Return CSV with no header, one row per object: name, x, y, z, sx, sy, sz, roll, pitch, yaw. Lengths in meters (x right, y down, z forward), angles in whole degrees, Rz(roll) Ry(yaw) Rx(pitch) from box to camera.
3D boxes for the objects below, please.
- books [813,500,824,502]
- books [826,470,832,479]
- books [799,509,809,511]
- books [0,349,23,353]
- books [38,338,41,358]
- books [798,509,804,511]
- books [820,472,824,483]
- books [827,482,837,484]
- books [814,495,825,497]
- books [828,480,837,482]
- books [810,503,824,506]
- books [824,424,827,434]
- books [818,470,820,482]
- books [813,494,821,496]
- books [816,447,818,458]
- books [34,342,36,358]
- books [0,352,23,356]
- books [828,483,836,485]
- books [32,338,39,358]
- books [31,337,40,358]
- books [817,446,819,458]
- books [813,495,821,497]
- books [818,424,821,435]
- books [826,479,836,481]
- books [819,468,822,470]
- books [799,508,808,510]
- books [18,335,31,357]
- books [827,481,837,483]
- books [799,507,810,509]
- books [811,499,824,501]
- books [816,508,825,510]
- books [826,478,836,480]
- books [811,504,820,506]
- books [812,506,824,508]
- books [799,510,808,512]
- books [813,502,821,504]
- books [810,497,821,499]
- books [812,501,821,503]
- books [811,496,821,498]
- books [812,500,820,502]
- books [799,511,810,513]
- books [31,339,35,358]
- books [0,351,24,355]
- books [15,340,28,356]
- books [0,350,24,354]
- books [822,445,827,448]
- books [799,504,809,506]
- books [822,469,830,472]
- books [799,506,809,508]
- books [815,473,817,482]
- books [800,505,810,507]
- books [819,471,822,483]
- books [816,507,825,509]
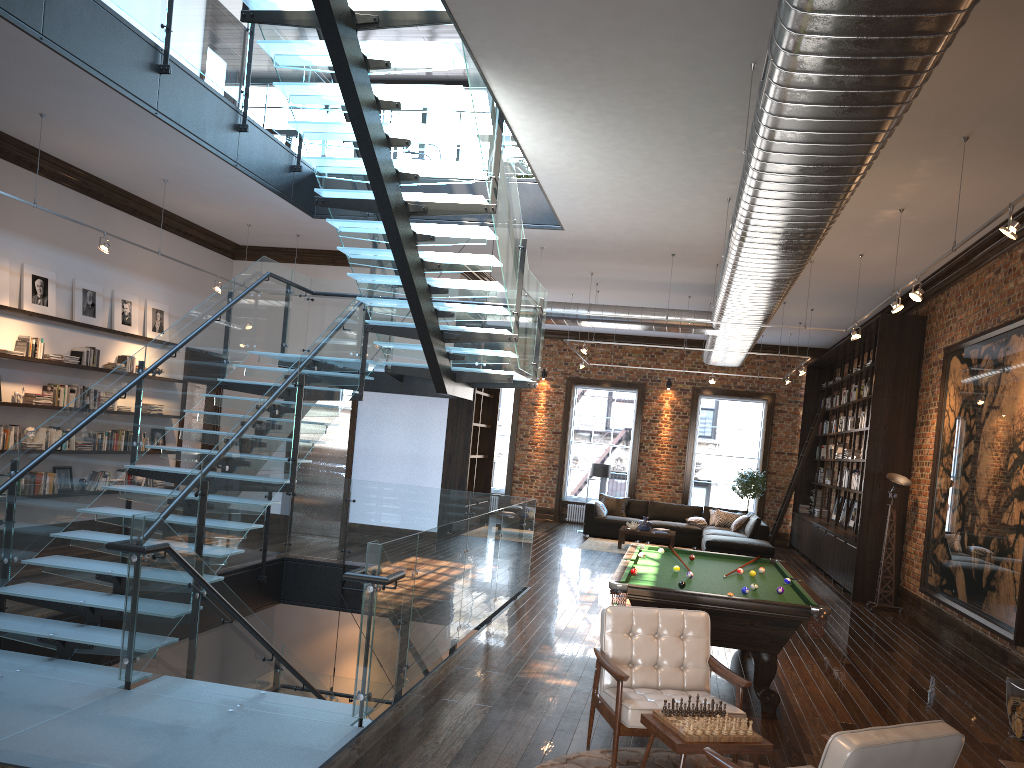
books,6.627,2.527,19.207,0.209,0.015,0.307,5,-4,9
books,6.542,1.918,18.281,0.129,0.283,0.030,5,1,11
books,6.363,2.741,19.320,0.199,0.019,0.256,4,-4,13
books,-5.355,-0.351,9.443,0.142,0.011,0.256,5,-4,9
books,-5.277,-0.398,9.809,0.111,0.229,0.024,5,1,11
books,6.342,2.753,19.324,0.170,0.008,0.260,5,-4,11
books,6.541,1.956,18.491,0.212,0.233,0.019,5,1,11
books,6.423,1.982,17.759,0.159,0.005,0.327,5,-4,8
books,6.655,2.423,19.201,0.176,0.008,0.356,5,-4,10
books,6.433,1.944,17.754,0.160,0.005,0.290,5,-4,12
books,6.607,2.605,19.216,0.249,0.020,0.318,5,-4,11
books,6.657,0.963,18.584,0.191,0.229,0.034,5,1,11
books,6.652,1.979,18.952,0.186,0.266,0.035,5,1,11
books,6.644,2.408,19.204,0.203,0.020,0.318,5,-4,12
books,6.758,1.512,19.388,0.186,0.261,0.014,5,1,11
books,-5.285,-0.380,9.699,0.157,0.177,0.029,5,1,11
books,-5.360,-0.319,9.444,0.142,0.011,0.255,5,-4,10
books,6.428,2.004,17.759,0.160,0.005,0.290,5,-4,10
books,-5.270,-0.397,9.717,0.164,0.217,0.012,5,1,11
books,-5.277,-0.401,9.762,0.133,0.229,0.025,5,1,11
books,6.744,1.498,19.279,0.188,0.273,0.013,5,1,11
books,6.636,2.430,19.205,0.209,0.007,0.308,4,-4,13
books,6.792,0.991,19.373,0.176,0.296,0.017,5,1,11
books,6.491,1.957,18.100,0.159,0.007,0.327,5,-4,7
books,6.673,1.970,19.051,0.183,0.301,0.015,5,1,11
books,6.348,2.725,19.322,0.158,0.011,0.252,4,-4,15
books,-5.305,-0.411,9.642,0.142,0.229,0.014,5,1,11
books,6.422,1.965,17.756,0.161,0.005,0.292,5,-4,7
books,6.369,2.697,19.318,0.205,0.015,0.265,5,-4,9
books,6.615,2.511,19.209,0.238,0.015,0.250,4,-4,13
books,6.502,2.639,18.783,0.175,0.005,0.288,5,-4,8
books,6.505,1.938,18.098,0.159,0.007,0.324,5,-4,11
books,6.599,2.618,19.218,0.245,0.008,0.308,5,-4,8
books,6.619,2.665,19.214,0.207,0.014,0.344,5,-4,10
books,6.353,2.762,19.322,0.170,0.009,0.255,4,-4,16
books,6.629,2.580,19.212,0.183,0.034,0.271,4,-4,16
books,6.612,2.475,19.210,0.260,0.028,0.316,5,-4,11
books,6.629,2.558,19.212,0.207,0.009,0.344,5,-4,12
books,6.616,2.452,19.209,0.240,0.019,0.229,5,-4,6
books,6.614,2.537,19.210,0.219,0.006,0.351,4,-4,15
books,6.366,2.786,19.319,0.210,0.012,0.273,5,-4,8
books,-5.288,-0.392,9.670,0.163,0.198,0.029,5,1,11
books,-5.355,-0.330,9.443,0.141,0.011,0.287,5,-4,8
books,-5.322,-0.388,9.613,0.128,0.176,0.050,5,1,11
books,-5.356,-0.340,9.443,0.142,0.011,0.256,5,-4,13
books,6.693,1.459,18.932,0.178,0.299,0.015,5,1,11
books,6.366,2.635,19.319,0.183,0.008,0.306,4,-4,13
books,6.585,1.932,18.606,0.165,0.304,0.013,5,1,11
books,6.361,2.683,19.320,0.185,0.013,0.273,4,-4,13
books,6.717,2.048,19.349,0.176,0.191,0.032,5,1,11
books,6.374,2.650,19.317,0.199,0.020,0.212,4,-4,15
books,6.612,1.976,18.791,0.188,0.244,0.026,5,1,11
books,6.512,2.617,18.781,0.175,0.005,0.286,5,-4,11
